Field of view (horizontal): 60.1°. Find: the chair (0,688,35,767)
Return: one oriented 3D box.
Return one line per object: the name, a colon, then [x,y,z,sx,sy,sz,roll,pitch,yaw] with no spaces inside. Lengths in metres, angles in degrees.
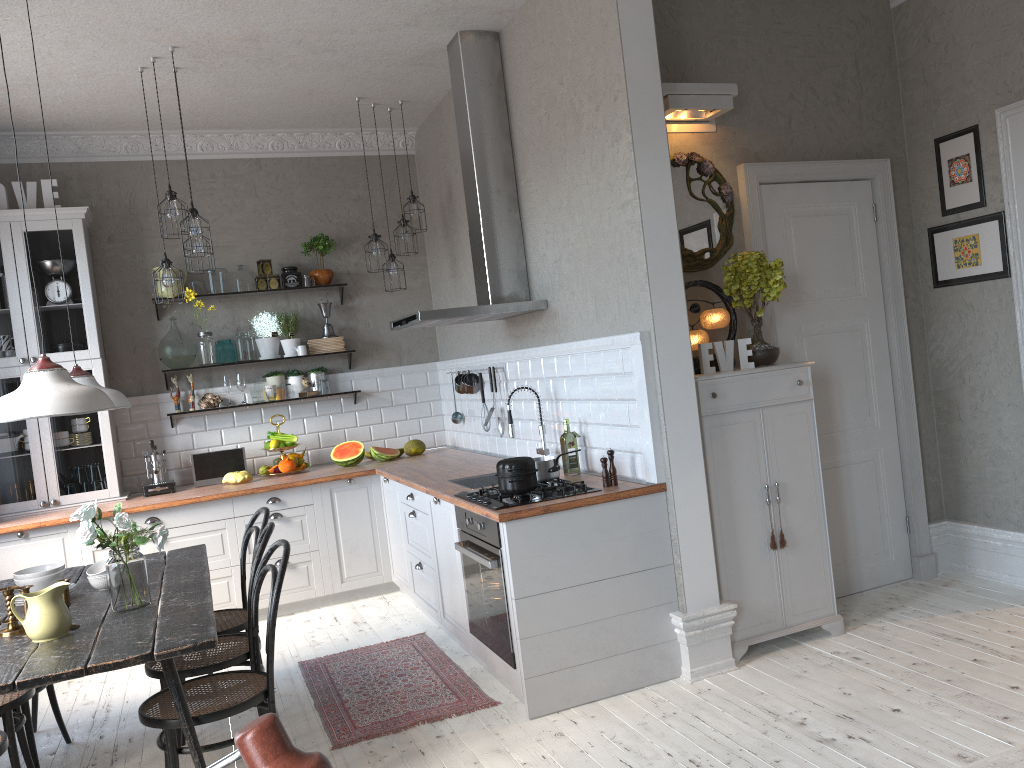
chair: [-2.063,1.168,3.241,0.558,0.921,0.431,-8,2,-24]

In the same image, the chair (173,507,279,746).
chair: [-1.327,1.061,4.012,0.558,0.921,0.431,-8,2,-24]

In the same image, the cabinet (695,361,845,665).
cabinet: [1.119,0.577,4.185,0.676,1.297,0.378,-7,2,-21]

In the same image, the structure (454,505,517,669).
structure: [0.124,0.837,4.023,0.627,0.623,0.613,-7,2,-21]

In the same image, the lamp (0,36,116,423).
lamp: [-1.608,-0.813,2.856,0.375,1.859,0.383,-6,2,17]

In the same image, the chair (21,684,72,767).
chair: [-2.211,1.174,3.698,0.553,0.921,0.435,-7,2,-9]

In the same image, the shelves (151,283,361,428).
shelves: [-1.801,-0.197,6.344,1.336,0.923,0.225,-7,2,-22]

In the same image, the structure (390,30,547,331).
structure: [-0.354,-1.150,4.978,0.723,1.596,0.701,-7,2,-21]

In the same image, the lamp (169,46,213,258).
lamp: [-1.762,-1.542,4.660,0.144,1.735,0.149,-6,2,26]

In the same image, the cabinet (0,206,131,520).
cabinet: [-3.063,-0.123,5.690,0.892,1.921,0.382,-7,2,-22]

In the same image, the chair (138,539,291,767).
chair: [-0.995,1.047,3.065,0.558,0.921,0.431,-8,2,-24]

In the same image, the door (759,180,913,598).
door: [1.731,0.024,4.684,0.762,2.183,0.079,-8,2,-22]

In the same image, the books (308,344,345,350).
books: [-1.366,-0.275,6.527,0.264,0.011,0.156,-7,2,-16]

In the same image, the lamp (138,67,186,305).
lamp: [-1.997,-1.309,4.899,0.144,1.735,0.149,-6,2,36]

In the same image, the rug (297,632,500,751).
rug: [-0.596,1.422,4.246,0.747,0.014,1.270,-7,2,-20]

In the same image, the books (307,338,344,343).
books: [-1.371,-0.318,6.525,0.263,0.016,0.156,-7,2,-13]

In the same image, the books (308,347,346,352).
books: [-1.364,-0.254,6.527,0.263,0.016,0.156,-7,2,-9]

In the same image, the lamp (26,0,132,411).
lamp: [-1.910,-0.799,3.684,0.383,1.859,0.375,-7,2,-13]

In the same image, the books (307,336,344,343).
books: [-1.373,-0.329,6.525,0.264,0.011,0.156,-7,2,-16]

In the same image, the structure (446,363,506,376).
structure: [-0.257,-0.088,5.915,0.096,0.053,1.069,-7,2,-20]

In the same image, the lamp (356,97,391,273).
lamp: [-0.987,-1.611,5.856,0.145,1.735,0.148,-6,2,11]

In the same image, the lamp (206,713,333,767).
lamp: [-0.255,0.759,0.905,0.249,0.839,0.139,-6,2,14]

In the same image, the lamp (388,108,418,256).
lamp: [-0.836,-1.768,6.174,0.144,1.735,0.149,-6,2,21]

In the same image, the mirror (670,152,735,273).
mirror: [0.882,-0.849,4.354,0.540,0.593,0.070,-7,2,-22]

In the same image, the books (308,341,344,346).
books: [-1.369,-0.297,6.526,0.264,0.011,0.156,-7,2,-16]

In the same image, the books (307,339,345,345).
books: [-1.370,-0.307,6.526,0.263,0.016,0.156,-7,2,-9]

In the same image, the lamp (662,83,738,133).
lamp: [0.856,-1.327,4.265,0.422,0.171,0.216,-7,2,-21]

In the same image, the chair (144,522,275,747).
chair: [-1.180,1.055,3.558,0.555,0.921,0.433,-7,2,-14]

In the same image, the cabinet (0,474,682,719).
cabinet: [-0.957,1.016,5.125,4.128,0.854,2.019,-6,2,25]

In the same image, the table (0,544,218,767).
table: [-1.593,1.202,3.406,0.918,0.735,1.891,-7,2,-20]

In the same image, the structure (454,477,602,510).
structure: [0.055,0.479,4.006,0.503,0.031,0.597,-7,2,-21]

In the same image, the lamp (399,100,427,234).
lamp: [-0.755,-1.903,6.029,0.143,1.735,0.150,-5,2,41]

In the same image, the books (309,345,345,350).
books: [-1.365,-0.264,6.527,0.263,0.016,0.156,-7,2,-13]

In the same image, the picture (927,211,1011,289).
picture: [2.374,-0.690,4.619,0.014,0.331,0.482,-7,2,-20]

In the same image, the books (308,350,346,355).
books: [-1.361,-0.232,6.528,0.264,0.011,0.155,-7,2,-19]

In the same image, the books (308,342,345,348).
books: [-1.367,-0.286,6.526,0.264,0.011,0.155,-7,2,-19]

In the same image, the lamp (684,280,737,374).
lamp: [0.900,-0.214,4.213,0.454,0.558,0.170,-7,2,-14]

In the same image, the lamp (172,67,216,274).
lamp: [-1.851,-1.488,4.957,0.149,1.735,0.144,-8,2,-34]

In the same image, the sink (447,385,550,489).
sink: [-0.042,0.381,4.655,0.536,0.720,0.479,-7,2,-21]

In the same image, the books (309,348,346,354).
books: [-1.362,-0.243,6.528,0.264,0.011,0.156,-7,2,-16]

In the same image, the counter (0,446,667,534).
counter: [-1.379,0.661,4.805,3.208,0.039,3.340,-7,2,-21]

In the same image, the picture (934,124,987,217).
picture: [2.326,-1.102,4.603,0.012,0.417,0.278,-7,2,-20]

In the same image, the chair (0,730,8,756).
chair: [-1.872,1.159,2.728,0.555,0.921,0.433,-7,2,-14]

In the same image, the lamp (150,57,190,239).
lamp: [-1.921,-1.657,4.767,0.149,1.735,0.144,-8,2,-34]

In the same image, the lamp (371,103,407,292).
lamp: [-0.897,-1.502,6.033,0.143,1.735,0.150,-5,2,41]
